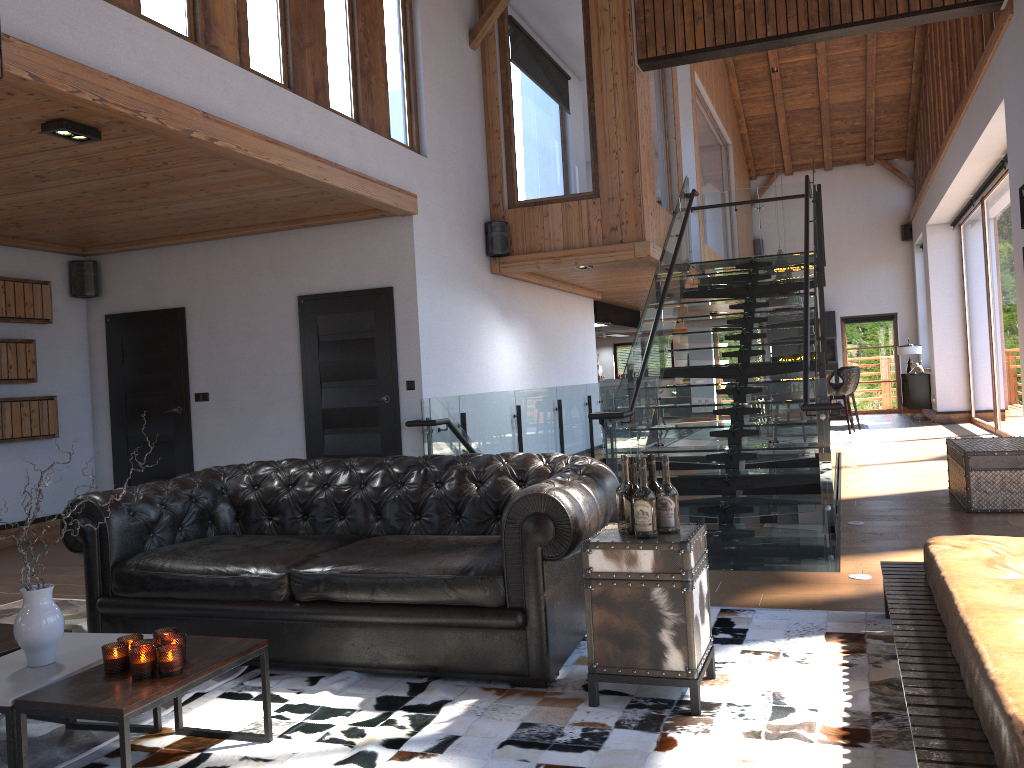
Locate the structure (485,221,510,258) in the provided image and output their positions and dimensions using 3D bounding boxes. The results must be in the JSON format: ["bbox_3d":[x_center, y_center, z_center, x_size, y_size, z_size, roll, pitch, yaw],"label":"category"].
[{"bbox_3d":[-0.150,-1.477,9.040,0.212,0.349,0.215,-3,0,20],"label":"structure"}]

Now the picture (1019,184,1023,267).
[{"bbox_3d":[4.204,-0.985,7.100,0.059,1.312,0.780,-3,0,21],"label":"picture"}]

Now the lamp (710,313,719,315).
[{"bbox_3d":[4.275,-1.496,18.748,0.154,0.068,0.263,-3,0,20],"label":"lamp"}]

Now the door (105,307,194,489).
[{"bbox_3d":[-3.431,0.333,8.430,0.934,2.055,0.145,-3,0,19],"label":"door"}]

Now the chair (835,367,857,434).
[{"bbox_3d":[5.343,0.288,14.425,0.562,1.092,0.509,-3,0,29],"label":"chair"}]

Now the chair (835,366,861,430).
[{"bbox_3d":[5.692,0.255,15.178,0.567,1.092,0.505,-3,0,4],"label":"chair"}]

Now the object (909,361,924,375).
[{"bbox_3d":[7.826,-0.314,17.174,0.181,0.262,0.498,-3,0,-11],"label":"object"}]

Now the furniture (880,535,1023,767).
[{"bbox_3d":[1.796,0.872,2.671,1.166,0.437,2.781,-3,0,20],"label":"furniture"}]

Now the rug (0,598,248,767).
[{"bbox_3d":[-2.645,1.313,3.275,2.412,0.053,4.077,-3,0,21],"label":"rug"}]

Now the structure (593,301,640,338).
[{"bbox_3d":[1.598,-1.127,15.814,0.705,0.476,3.276,-3,0,20],"label":"structure"}]

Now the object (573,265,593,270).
[{"bbox_3d":[0.741,-1.248,9.276,0.154,0.068,0.263,-3,0,20],"label":"object"}]

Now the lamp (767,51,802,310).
[{"bbox_3d":[4.449,-3.502,14.961,0.627,4.685,0.615,-3,0,-25],"label":"lamp"}]

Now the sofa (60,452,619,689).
[{"bbox_3d":[-0.738,0.806,4.309,2.546,0.838,1.249,-3,0,19],"label":"sofa"}]

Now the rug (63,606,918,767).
[{"bbox_3d":[0.666,1.125,3.285,3.777,0.053,2.451,-3,0,20],"label":"rug"}]

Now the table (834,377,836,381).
[{"bbox_3d":[4.884,0.391,15.333,1.418,0.950,3.827,-3,0,20],"label":"table"}]

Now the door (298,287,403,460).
[{"bbox_3d":[-1.393,0.221,7.711,0.934,2.055,0.145,-3,0,19],"label":"door"}]

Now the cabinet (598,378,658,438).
[{"bbox_3d":[1.765,0.470,15.975,0.882,1.104,4.839,-3,0,20],"label":"cabinet"}]

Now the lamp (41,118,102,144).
[{"bbox_3d":[-2.349,-1.355,4.729,0.154,0.068,0.263,-3,0,20],"label":"lamp"}]

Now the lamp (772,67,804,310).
[{"bbox_3d":[5.010,-3.541,16.465,0.627,4.685,0.615,-3,0,-25],"label":"lamp"}]

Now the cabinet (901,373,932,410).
[{"bbox_3d":[8.053,0.128,17.681,0.399,0.655,1.881,-3,0,20],"label":"cabinet"}]

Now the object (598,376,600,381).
[{"bbox_3d":[1.393,-0.095,14.467,0.080,0.081,0.079,-3,0,-15],"label":"object"}]

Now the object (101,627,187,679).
[{"bbox_3d":[-1.154,0.858,2.801,0.249,0.081,0.299,-3,0,-31],"label":"object"}]

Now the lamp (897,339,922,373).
[{"bbox_3d":[8.167,-0.572,18.203,0.465,0.725,0.475,-3,0,29],"label":"lamp"}]

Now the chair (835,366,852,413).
[{"bbox_3d":[5.985,0.234,16.103,0.564,1.092,0.508,-3,0,19],"label":"chair"}]

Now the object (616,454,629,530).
[{"bbox_3d":[0.443,0.415,3.423,0.088,0.286,0.087,-3,0,-3],"label":"object"}]

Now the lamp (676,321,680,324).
[{"bbox_3d":[3.939,-1.490,21.358,0.154,0.068,0.263,-3,0,20],"label":"lamp"}]

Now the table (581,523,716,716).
[{"bbox_3d":[0.517,0.855,3.317,0.402,0.609,0.421,-3,0,20],"label":"table"}]

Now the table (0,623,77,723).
[{"bbox_3d":[-1.966,1.119,3.120,0.396,0.350,0.656,-3,0,25],"label":"table"}]

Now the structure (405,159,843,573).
[{"bbox_3d":[4.748,0.500,9.683,9.138,6.399,11.113,-3,0,20],"label":"structure"}]

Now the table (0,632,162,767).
[{"bbox_3d":[-1.553,1.096,2.937,0.398,0.350,0.654,-3,0,15],"label":"table"}]

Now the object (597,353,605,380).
[{"bbox_3d":[1.426,-0.284,14.728,0.224,0.452,0.226,-3,0,20],"label":"object"}]

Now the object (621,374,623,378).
[{"bbox_3d":[2.180,-0.154,17.422,0.080,0.081,0.078,-3,0,-25],"label":"object"}]

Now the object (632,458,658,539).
[{"bbox_3d":[0.482,0.414,3.230,0.087,0.286,0.088,-3,0,30],"label":"object"}]

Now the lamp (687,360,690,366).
[{"bbox_3d":[5.825,-0.087,25.371,1.630,1.699,0.523,-3,0,-2],"label":"lamp"}]

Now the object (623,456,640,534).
[{"bbox_3d":[0.459,0.415,3.326,0.087,0.286,0.087,-3,0,-2],"label":"object"}]

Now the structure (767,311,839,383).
[{"bbox_3d":[6.402,-0.723,19.514,1.433,1.649,0.436,-3,0,19],"label":"structure"}]

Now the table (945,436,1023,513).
[{"bbox_3d":[3.960,0.712,7.181,0.679,0.470,1.264,-3,0,20],"label":"table"}]

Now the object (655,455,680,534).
[{"bbox_3d":[0.576,0.408,3.302,0.087,0.286,0.088,-3,0,32],"label":"object"}]

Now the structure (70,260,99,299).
[{"bbox_3d":[-4.114,-1.007,8.535,0.212,0.349,0.215,-3,0,20],"label":"structure"}]

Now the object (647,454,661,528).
[{"bbox_3d":[0.538,0.410,3.385,0.088,0.286,0.086,-3,0,-30],"label":"object"}]

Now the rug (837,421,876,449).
[{"bbox_3d":[4.739,0.857,15.044,2.531,0.047,5.676,-3,0,20],"label":"rug"}]

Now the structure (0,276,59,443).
[{"bbox_3d":[-4.673,-0.196,7.351,0.318,1.445,1.867,-3,0,20],"label":"structure"}]

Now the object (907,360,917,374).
[{"bbox_3d":[7.986,-0.341,17.711,0.149,0.287,0.504,-3,0,20],"label":"object"}]

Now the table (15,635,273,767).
[{"bbox_3d":[-1.135,1.073,2.816,0.397,0.350,0.655,-3,0,20],"label":"table"}]

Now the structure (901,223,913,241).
[{"bbox_3d":[8.413,-3.230,18.898,0.212,0.349,0.215,-3,0,20],"label":"structure"}]

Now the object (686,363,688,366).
[{"bbox_3d":[4.161,-0.264,21.090,0.150,0.504,0.327,-3,0,20],"label":"object"}]

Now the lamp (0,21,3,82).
[{"bbox_3d":[-1.696,-1.938,2.321,0.260,2.202,0.806,-3,0,11],"label":"lamp"}]

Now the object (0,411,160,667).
[{"bbox_3d":[-1.539,0.515,2.952,0.402,0.808,0.626,-3,0,31],"label":"object"}]

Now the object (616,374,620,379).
[{"bbox_3d":[2.051,-0.145,17.076,0.080,0.081,0.078,-3,0,-25],"label":"object"}]
